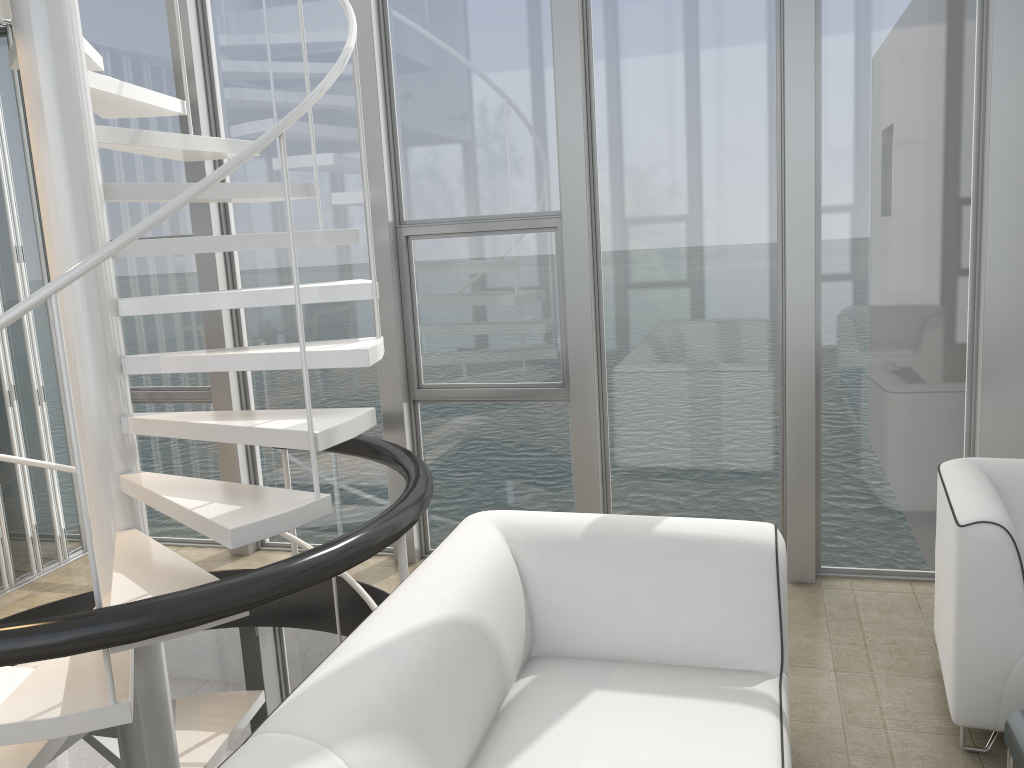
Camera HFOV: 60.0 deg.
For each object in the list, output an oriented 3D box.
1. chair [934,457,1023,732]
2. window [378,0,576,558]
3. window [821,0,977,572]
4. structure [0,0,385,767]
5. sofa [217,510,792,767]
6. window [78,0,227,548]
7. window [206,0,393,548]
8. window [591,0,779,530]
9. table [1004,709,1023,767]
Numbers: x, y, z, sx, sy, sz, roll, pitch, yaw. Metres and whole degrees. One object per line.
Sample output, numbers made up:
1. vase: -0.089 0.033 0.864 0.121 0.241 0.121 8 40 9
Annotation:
1. chair: 1.749 0.614 2.659 0.829 0.635 0.720 0 10 21
2. window: -0.217 -1.958 3.788 0.800 5.700 0.050 -1 10 16
3. window: 1.542 -0.502 3.579 0.556 2.646 0.010 -1 10 16
4. structure: -3.385 1.045 1.605 4.916 6.900 6.700 -1 10 16
5. sofa: -0.013 0.916 1.500 0.971 0.638 2.601 -1 10 16
6. window: -1.974 -1.941 4.291 0.800 5.700 0.050 -1 10 16
7. window: -1.091 -1.952 4.054 0.742 5.653 0.010 -1 10 16
8. window: 0.665 -1.970 3.551 0.742 5.653 0.010 -1 10 16
9. table: 1.232 1.072 1.367 0.532 0.390 1.420 -1 10 16
